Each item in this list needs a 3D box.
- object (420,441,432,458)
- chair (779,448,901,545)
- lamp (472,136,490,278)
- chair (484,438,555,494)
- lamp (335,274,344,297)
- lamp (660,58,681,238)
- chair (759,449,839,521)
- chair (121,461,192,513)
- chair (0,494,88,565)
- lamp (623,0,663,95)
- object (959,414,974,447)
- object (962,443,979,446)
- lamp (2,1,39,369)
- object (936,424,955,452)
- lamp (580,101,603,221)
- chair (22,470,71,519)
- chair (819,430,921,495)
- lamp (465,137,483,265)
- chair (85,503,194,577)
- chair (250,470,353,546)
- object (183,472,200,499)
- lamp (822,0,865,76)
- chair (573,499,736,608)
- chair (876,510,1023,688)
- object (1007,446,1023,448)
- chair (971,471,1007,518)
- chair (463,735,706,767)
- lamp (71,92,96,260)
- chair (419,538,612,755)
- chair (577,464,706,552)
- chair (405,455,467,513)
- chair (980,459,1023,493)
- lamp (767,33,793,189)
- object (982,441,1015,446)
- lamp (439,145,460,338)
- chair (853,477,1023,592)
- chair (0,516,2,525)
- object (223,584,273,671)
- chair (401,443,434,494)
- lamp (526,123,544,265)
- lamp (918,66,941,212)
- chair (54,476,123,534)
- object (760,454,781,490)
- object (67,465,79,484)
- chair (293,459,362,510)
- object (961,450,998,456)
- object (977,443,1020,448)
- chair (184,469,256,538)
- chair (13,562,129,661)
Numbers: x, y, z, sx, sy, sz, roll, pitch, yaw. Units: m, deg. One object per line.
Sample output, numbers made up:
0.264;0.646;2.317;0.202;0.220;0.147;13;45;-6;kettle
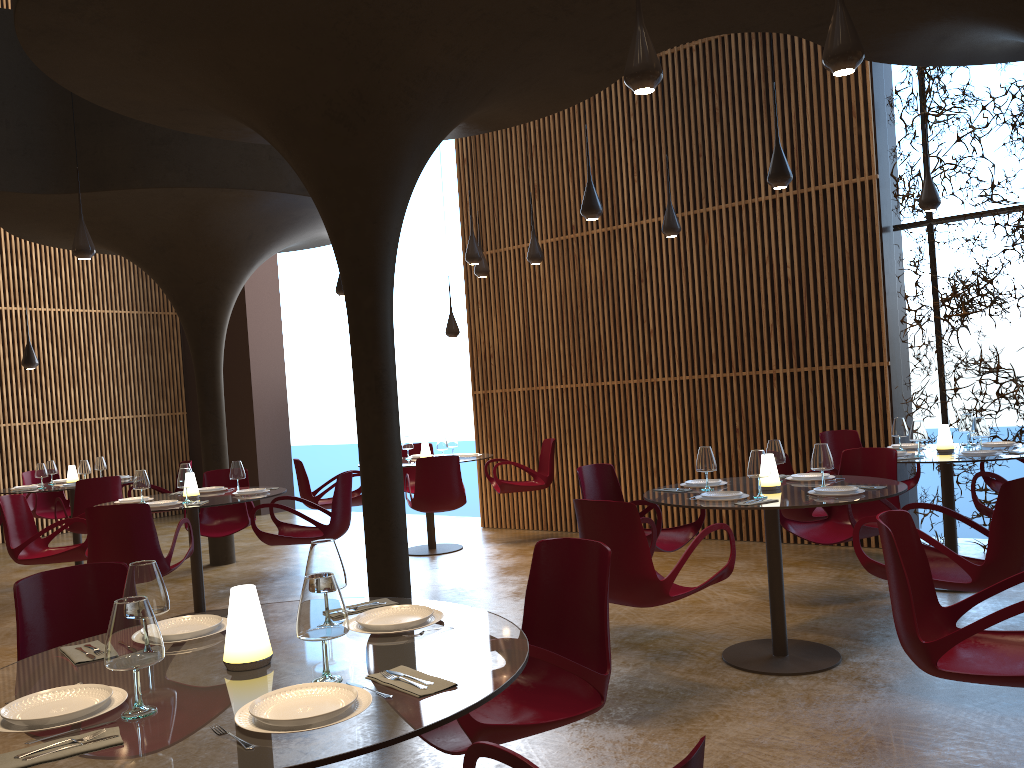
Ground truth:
-1.072;0.823;10.985;0.142;0.232;0.144;-4;1;23;object
2.478;0.829;6.588;0.872;0.636;0.625;-4;0;-37;chair
-0.578;-4.443;10.836;0.195;6.279;0.196;-5;1;-44;lamp
0.132;1.035;11.149;0.872;0.636;0.625;-4;0;-12;chair
-2.466;-4.305;11.774;0.196;6.279;0.195;-4;1;13;lamp
1.376;-4.597;8.763;0.196;6.279;0.195;-4;1;13;lamp
2.515;0.835;7.396;0.872;0.636;0.625;-4;0;-12;chair
-4.630;1.364;11.613;0.872;0.636;0.625;-4;0;-34;chair
-4.122;1.292;7.994;0.872;0.636;0.625;-4;0;-4;chair
0.441;-4.578;4.328;0.196;6.279;0.196;-4;1;-17;lamp
4.038;0.413;7.855;0.142;0.295;0.142;-4;1;-40;object
4.224;0.546;8.019;0.262;0.017;0.126;-4;-1;-5;object
-6.262;-3.321;11.087;0.195;6.279;0.196;-5;1;-37;lamp
3.709;0.463;7.600;0.144;0.232;0.142;-4;1;3;object
0.478;-4.548;7.575;0.196;6.279;0.196;-4;1;-7;lamp
-6.167;1.470;11.837;0.624;0.636;0.873;-4;0;-44;chair
3.460;0.784;8.733;0.624;0.636;0.873;-4;0;-17;chair
-0.629;-4.451;9.719;0.196;6.279;0.196;-4;1;-24;lamp
-2.894;1.197;6.838;0.625;0.636;0.872;-4;0;-4;chair
-1.875;1.141;8.120;0.872;0.636;0.625;-4;0;1;chair
-2.911;0.918;8.031;0.144;0.232;0.142;-4;1;31;object
1.399;-4.644;4.251;0.196;6.279;0.196;-4;1;-17;lamp
0.781;0.930;5.108;0.872;0.636;0.625;-4;0;-42;chair
1.917;0.836;3.480;0.873;0.636;0.624;-4;0;33;chair
4.234;0.536;7.712;0.204;0.012;0.411;-4;-1;-10;object
3.889;0.731;6.417;0.625;0.636;0.873;-4;0;-12;chair
-0.042;0.951;1.694;0.624;0.636;0.873;-4;0;-42;chair
-4.006;-4.240;7.809;0.196;6.279;0.195;-3;1;43;lamp
-0.022;0.966;3.334;0.872;0.636;0.625;-4;0;-37;chair
0.932;0.936;6.741;0.873;0.636;0.624;-4;0;43;chair
-0.842;1.087;9.773;0.625;0.636;0.873;-4;0;-12;chair
4.724;0.689;7.827;0.872;0.636;0.625;-4;0;-7;chair
1.863;-4.650;6.807;0.196;6.279;0.196;-4;1;-7;lamp
4.232;0.526;7.717;0.263;0.029;0.263;-4;-1;-15;object
-0.990;-3.740;11.608;0.196;6.279;0.195;-4;1;13;lamp
2.458;0.814;4.948;0.624;0.636;0.873;-4;0;-42;chair
-6.393;1.469;10.213;0.872;0.636;0.625;-4;0;-39;chair
-0.792;0.719;2.638;0.144;0.232;0.142;-4;1;13;object
-1.275;1.139;11.987;0.625;0.636;0.872;-4;0;-7;chair
0.057;-4.494;10.017;0.195;6.279;0.196;-5;1;-44;lamp
3.723;-4.761;8.290;0.195;6.279;0.196;-4;1;-27;lamp
-4.725;1.354;9.976;0.624;0.636;0.873;-4;0;-39;chair
1.708;0.582;5.893;0.144;0.232;0.142;-4;1;-7;object
-5.431;1.119;10.953;0.144;0.232;0.142;-4;1;16;object
-2.178;1.188;10.722;0.872;0.636;0.625;-4;0;-17;chair
3.727;0.553;7.072;0.263;0.029;0.263;-4;-1;31;object
4.233;0.535;7.717;0.332;0.014;0.331;-4;-1;30;object
-3.004;1.228;9.190;0.625;0.636;0.873;-4;0;-9;chair
-1.568;1.073;3.486;0.873;0.636;0.624;-4;0;43;chair
